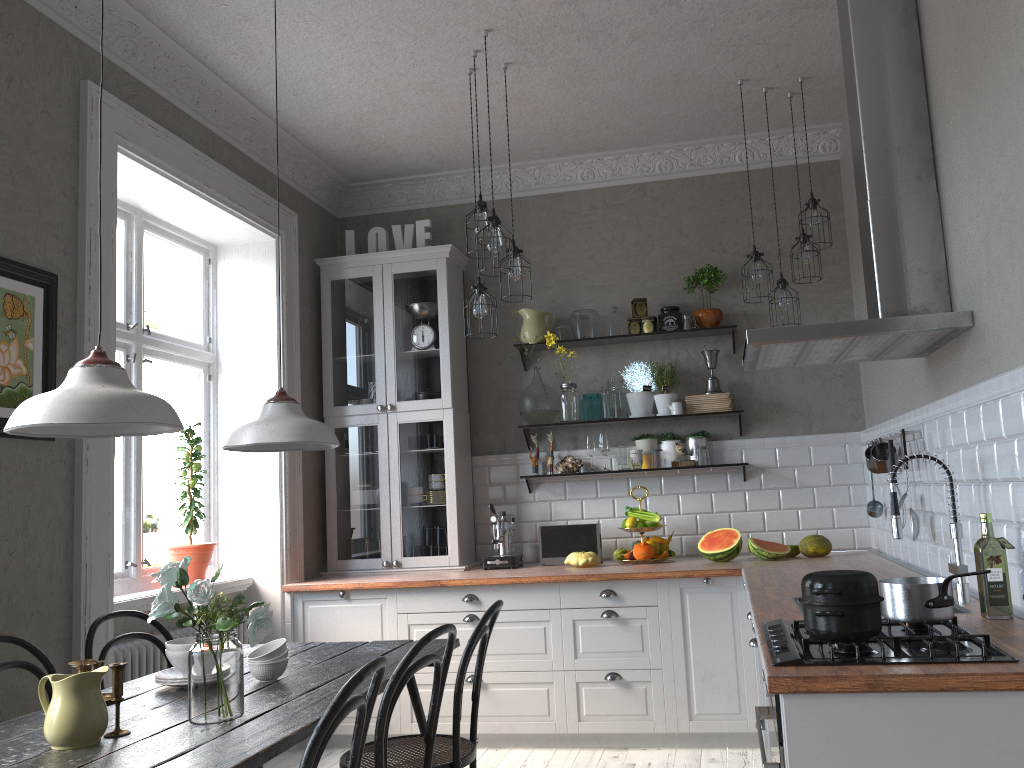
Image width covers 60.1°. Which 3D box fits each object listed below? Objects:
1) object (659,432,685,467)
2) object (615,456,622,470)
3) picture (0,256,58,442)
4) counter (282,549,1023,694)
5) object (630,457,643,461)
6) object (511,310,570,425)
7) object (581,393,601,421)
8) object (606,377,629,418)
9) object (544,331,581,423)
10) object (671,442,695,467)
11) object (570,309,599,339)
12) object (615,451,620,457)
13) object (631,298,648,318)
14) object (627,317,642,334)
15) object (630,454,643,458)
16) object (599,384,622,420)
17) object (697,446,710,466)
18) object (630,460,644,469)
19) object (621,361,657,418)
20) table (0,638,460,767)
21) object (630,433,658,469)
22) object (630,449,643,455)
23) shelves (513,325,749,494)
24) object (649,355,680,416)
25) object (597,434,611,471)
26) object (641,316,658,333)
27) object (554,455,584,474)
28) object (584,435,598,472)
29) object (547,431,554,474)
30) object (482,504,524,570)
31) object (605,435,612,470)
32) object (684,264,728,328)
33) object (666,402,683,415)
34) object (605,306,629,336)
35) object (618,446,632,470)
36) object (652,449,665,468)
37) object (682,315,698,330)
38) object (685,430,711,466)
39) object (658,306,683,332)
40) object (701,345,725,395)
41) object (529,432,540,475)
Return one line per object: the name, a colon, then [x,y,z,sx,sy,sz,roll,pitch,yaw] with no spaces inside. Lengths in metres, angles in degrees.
object: [0.936,0.387,5.208,0.170,0.214,0.150,-9,-10,41]
object: [0.652,0.470,5.238,0.076,0.083,0.079,-7,-8,29]
picture: [-1.730,-0.128,2.990,0.020,0.619,0.525,-4,-7,13]
counter: [0.137,0.871,3.615,3.136,0.039,3.419,-5,-8,12]
object: [0.721,0.448,5.105,0.077,0.051,0.077,-4,-7,5]
object: [0.136,-0.092,5.307,0.339,0.674,0.333,0,-8,-20]
object: [0.478,0.146,5.314,0.125,0.172,0.127,-5,-8,15]
object: [0.633,0.097,5.353,0.130,0.264,0.133,-5,-8,17]
object: [0.298,-0.043,5.223,0.191,0.539,0.281,-3,-7,4]
object: [0.989,0.405,5.105,0.120,0.146,0.099,0,-8,-20]
object: [0.441,-0.343,5.329,0.176,0.184,0.168,3,-9,-39]
object: [0.651,0.438,5.242,0.076,0.083,0.079,-7,-8,29]
object: [0.757,-0.447,5.259,0.083,0.113,0.082,-2,-7,-8]
object: [0.732,-0.332,5.263,0.082,0.113,0.083,-4,-7,12]
object: [0.720,0.431,5.107,0.076,0.051,0.078,-7,-9,30]
object: [0.577,0.110,5.206,0.122,0.206,0.127,-8,-9,34]
object: [1.092,0.411,5.065,0.077,0.108,0.078,-4,-7,5]
object: [0.722,0.465,5.102,0.077,0.051,0.077,-4,-7,5]
object: [0.776,0.032,5.269,0.240,0.354,0.238,-7,-8,29]
table: [-0.841,1.258,2.492,0.897,0.735,1.936,-5,-8,12]
object: [0.782,0.394,5.229,0.157,0.216,0.155,-2,-7,-8]
object: [0.719,0.406,5.110,0.077,0.051,0.077,-3,-7,-2]
shelves: [0.696,0.182,5.236,1.306,0.923,0.230,-4,-7,11]
object: [0.892,0.004,5.195,0.187,0.380,0.166,1,-8,-27]
object: [0.538,0.399,5.157,0.082,0.217,0.081,-3,-7,-2]
object: [0.816,-0.339,5.243,0.081,0.113,0.084,-6,-8,22]
object: [0.334,0.476,5.244,0.178,0.111,0.095,-2,-7,-11]
object: [0.473,0.417,5.265,0.082,0.217,0.081,-3,-7,-2]
object: [0.236,0.413,5.297,0.063,0.264,0.052,4,-10,-42]
object: [-0.068,0.866,5.053,0.204,0.370,0.356,-4,-7,12]
object: [0.556,0.410,5.245,0.082,0.217,0.081,-3,-7,-2]
object: [1.157,-0.507,5.199,0.256,0.397,0.246,-8,-9,36]
object: [0.949,0.143,5.102,0.104,0.071,0.064,-10,-10,41]
object: [0.636,-0.363,5.390,0.142,0.220,0.137,1,-8,-28]
object: [0.663,0.432,5.163,0.079,0.139,0.078,-1,-8,-15]
object: [0.845,0.434,5.138,0.077,0.108,0.078,-4,-7,5]
object: [1.033,-0.354,5.152,0.092,0.096,0.075,-5,-7,12]
object: [1.098,0.377,5.186,0.157,0.213,0.154,-4,-7,9]
object: [0.946,-0.373,5.273,0.141,0.174,0.143,-4,-7,12]
object: [1.168,-0.077,5.175,0.131,0.287,0.130,-2,-7,-3]
object: [0.137,0.423,5.331,0.054,0.264,0.061,-1,-8,-17]
